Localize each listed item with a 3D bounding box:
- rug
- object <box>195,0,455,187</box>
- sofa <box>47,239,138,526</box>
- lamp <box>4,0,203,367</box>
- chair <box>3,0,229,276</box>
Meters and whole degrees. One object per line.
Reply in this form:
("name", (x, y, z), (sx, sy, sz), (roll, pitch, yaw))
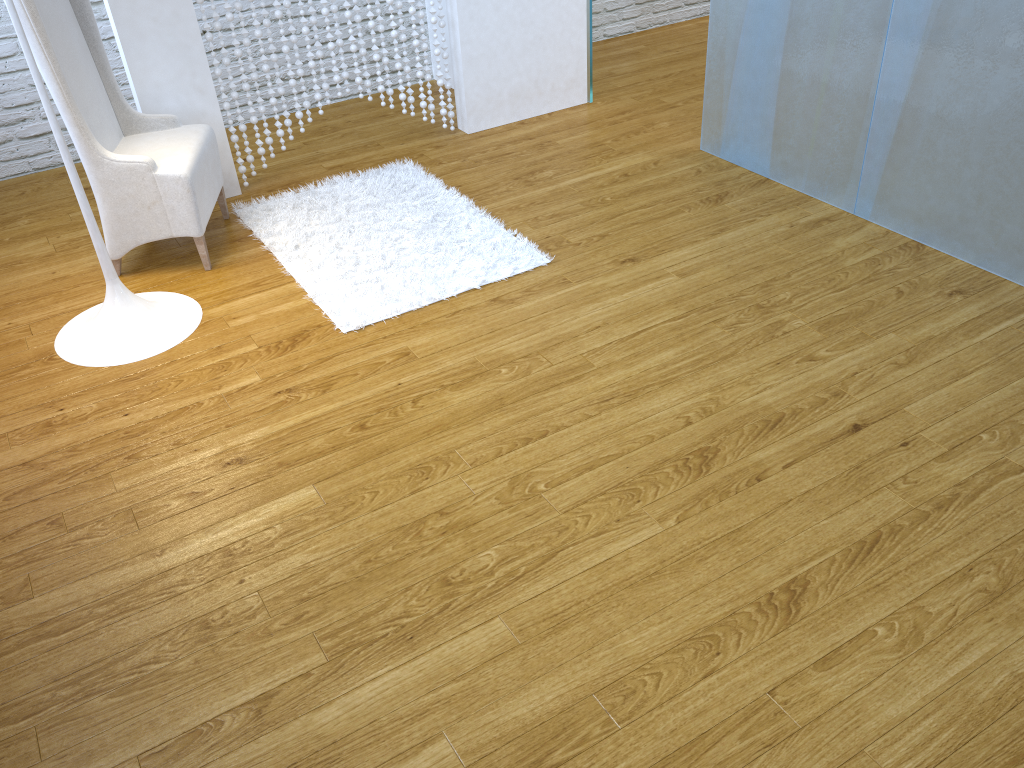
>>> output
("rug", (-0.440, -0.518, 2.947), (0.753, 0.048, 1.083), (-22, 39, -23))
("object", (-0.684, -1.724, 2.915), (0.919, 2.046, 0.050), (-22, 40, -23))
("sofa", (3.015, -1.323, 3.177), (9.681, 0.689, 5.279), (-22, 39, -23))
("lamp", (-1.150, -0.756, 2.133), (0.412, 1.472, 0.407), (-10, 37, -8))
("chair", (-1.170, -0.854, 2.694), (0.378, 0.976, 0.465), (-6, 36, -3))
